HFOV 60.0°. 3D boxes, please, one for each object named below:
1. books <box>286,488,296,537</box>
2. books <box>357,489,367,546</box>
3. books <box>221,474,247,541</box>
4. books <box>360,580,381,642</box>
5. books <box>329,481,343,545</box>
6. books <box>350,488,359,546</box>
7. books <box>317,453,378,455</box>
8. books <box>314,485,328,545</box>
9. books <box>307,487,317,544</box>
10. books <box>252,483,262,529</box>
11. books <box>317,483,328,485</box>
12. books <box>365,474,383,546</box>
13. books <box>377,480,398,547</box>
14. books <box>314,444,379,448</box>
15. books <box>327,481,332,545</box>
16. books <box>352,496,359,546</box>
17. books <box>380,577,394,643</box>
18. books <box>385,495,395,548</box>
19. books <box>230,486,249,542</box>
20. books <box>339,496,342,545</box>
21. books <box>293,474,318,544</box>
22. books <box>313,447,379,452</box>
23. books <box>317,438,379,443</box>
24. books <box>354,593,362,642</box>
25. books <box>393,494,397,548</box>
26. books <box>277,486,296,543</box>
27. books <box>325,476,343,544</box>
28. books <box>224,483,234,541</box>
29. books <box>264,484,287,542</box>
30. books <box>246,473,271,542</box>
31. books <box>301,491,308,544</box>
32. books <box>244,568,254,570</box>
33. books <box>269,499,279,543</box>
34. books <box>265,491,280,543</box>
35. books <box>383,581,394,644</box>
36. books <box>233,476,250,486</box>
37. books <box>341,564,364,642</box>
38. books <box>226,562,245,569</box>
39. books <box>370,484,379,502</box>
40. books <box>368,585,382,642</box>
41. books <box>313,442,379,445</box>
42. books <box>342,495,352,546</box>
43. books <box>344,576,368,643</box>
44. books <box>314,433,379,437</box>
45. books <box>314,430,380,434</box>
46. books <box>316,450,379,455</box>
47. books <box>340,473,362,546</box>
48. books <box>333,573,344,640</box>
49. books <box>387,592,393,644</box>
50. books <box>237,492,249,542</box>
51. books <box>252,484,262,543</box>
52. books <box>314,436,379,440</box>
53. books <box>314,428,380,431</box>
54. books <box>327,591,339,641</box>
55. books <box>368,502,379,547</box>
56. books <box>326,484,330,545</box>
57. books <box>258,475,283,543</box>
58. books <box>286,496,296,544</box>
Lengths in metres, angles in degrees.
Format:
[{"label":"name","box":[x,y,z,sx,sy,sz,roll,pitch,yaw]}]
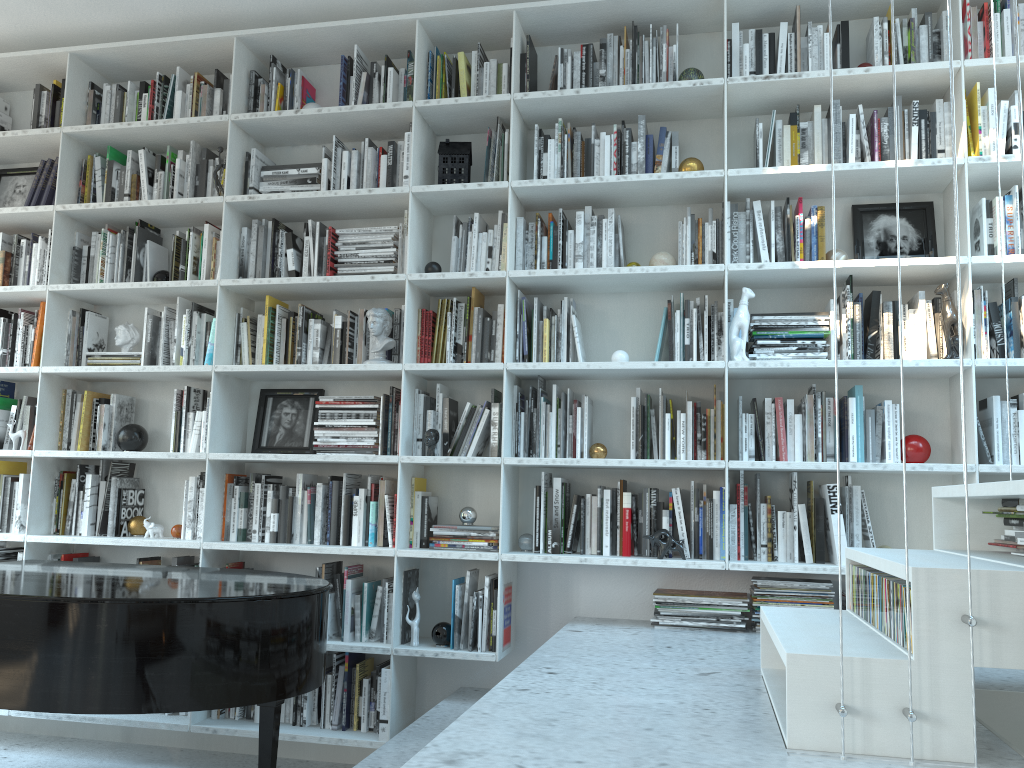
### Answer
[{"label":"books","box":[-0.922,0.561,3.788,0.013,0.230,0.139,0,-7,12]},{"label":"books","box":[-0.601,0.557,3.709,0.023,0.234,0.175,0,-7,12]},{"label":"books","box":[-1.210,0.536,3.863,0.012,0.284,0.159,0,-7,12]},{"label":"books","box":[-0.575,0.922,3.611,0.024,0.232,0.146,0,-7,12]},{"label":"books","box":[-0.718,0.543,3.736,0.028,0.264,0.161,0,-7,12]},{"label":"books","box":[-0.639,0.559,3.730,0.014,0.234,0.154,0,-7,12]},{"label":"books","box":[-0.680,0.306,3.767,0.254,0.012,0.161,0,-8,8]},{"label":"books","box":[-0.779,0.552,3.748,0.026,0.245,0.191,0,-7,12]},{"label":"books","box":[-0.829,0.558,3.770,0.031,0.236,0.159,0,-7,12]},{"label":"books","box":[-1.076,0.555,3.835,0.024,0.247,0.132,0,-7,12]},{"label":"books","box":[-0.798,0.551,3.780,0.025,0.254,0.136,0,-7,12]},{"label":"books","box":[-0.579,0.529,3.720,0.014,0.293,0.137,0,-7,12]},{"label":"books","box":[-0.515,0.539,3.700,0.026,0.271,0.175,0,-7,12]},{"label":"books","box":[-0.678,0.271,3.778,0.285,0.012,0.160,0,-8,11]},{"label":"books","box":[-0.735,0.545,3.747,0.010,0.261,0.181,0,-7,12]},{"label":"books","box":[-0.624,0.572,3.713,0.023,0.204,0.167,0,-7,12]},{"label":"books","box":[-0.498,0.914,3.603,0.022,0.248,0.130,0,-7,12]},{"label":"books","box":[-0.484,0.567,3.679,0.042,0.212,0.169,0,-7,12]},{"label":"books","box":[-1.156,0.559,3.828,0.027,0.234,0.168,0,-7,12]},{"label":"books","box":[-0.692,0.575,3.741,0.021,0.202,0.128,0,-7,12]},{"label":"books","box":[-0.880,0.531,3.783,0.026,0.291,0.152,0,-7,12]},{"label":"books","box":[-0.680,0.281,3.767,0.285,0.012,0.160,0,-8,7]},{"label":"books","box":[-0.679,0.246,3.772,0.254,0.012,0.161,0,-8,7]},{"label":"books","box":[-0.604,0.947,3.619,0.036,0.183,0.146,0,-7,12]},{"label":"books","box":[-0.458,0.565,3.674,0.011,0.216,0.166,0,-7,12]},{"label":"books","box":[-0.945,0.556,3.783,0.029,0.237,0.166,0,-7,12]},{"label":"books","box":[-0.754,0.535,3.770,0.014,0.286,0.135,0,-7,12]},{"label":"books","box":[-1.191,0.556,3.854,0.029,0.243,0.154,0,-7,12]},{"label":"books","box":[-1.016,0.556,3.819,0.021,0.244,0.141,0,-7,12]},{"label":"books","box":[-1.100,0.534,3.848,0.027,0.290,0.141,0,-7,12]},{"label":"books","box":[-0.854,0.567,3.782,0.025,0.220,0.140,0,-7,12]},{"label":"books","box":[-1.140,0.907,3.711,0.021,0.259,0.169,0,-7,12]},{"label":"books","box":[-0.976,0.582,3.779,0.029,0.183,0.175,0,-7,12]},{"label":"books","box":[-0.999,0.566,3.791,0.023,0.217,0.174,0,-7,12]},{"label":"books","box":[-0.484,0.918,3.592,0.010,0.238,0.167,0,-7,12]},{"label":"books","box":[-1.172,0.540,3.844,0.011,0.275,0.146,0,-7,12]},{"label":"books","box":[-0.651,0.890,3.621,0.015,0.293,0.169,0,-7,12]},{"label":"books","box":[-1.173,0.896,3.734,0.012,0.284,0.137,0,-7,12]},{"label":"books","box":[-0.565,0.549,3.722,0.014,0.255,0.145,0,-7,12]},{"label":"books","box":[-0.533,0.930,3.620,0.053,0.220,0.132,0,-7,12]},{"label":"books","box":[-0.680,0.257,3.770,0.285,0.012,0.159,-1,-8,17]},{"label":"books","box":[-0.661,0.571,3.722,0.024,0.207,0.183,0,-7,12]},{"label":"books","box":[-0.635,0.914,3.611,0.022,0.244,0.180,0,-7,12]},{"label":"books","box":[-0.677,0.224,3.784,0.285,0.012,0.159,0,-8,13]},{"label":"books","box":[-0.677,0.211,3.783,0.285,0.012,0.159,0,-8,14]},{"label":"books","box":[-0.679,0.294,3.773,0.254,0.012,0.161,0,-8,14]},{"label":"books","box":[-0.677,0.527,3.733,0.012,0.296,0.178,0,-7,12]},{"label":"books","box":[-0.685,0.910,3.653,0.066,0.260,0.133,0,-7,12]},{"label":"books","box":[-0.466,0.939,3.587,0.027,0.196,0.147,0,-7,12]},{"label":"books","box":[-1.129,0.573,3.832,0.024,0.208,0.170,0,-7,12]},{"label":"books","box":[-1.055,0.553,3.812,0.027,0.245,0.179,0,-7,12]},{"label":"books","box":[-0.677,0.236,3.784,0.285,0.012,0.159,0,-8,12]},{"label":"books","box":[-0.678,0.199,3.777,0.285,0.012,0.159,-1,-8,17]},{"label":"books","box":[-0.726,0.943,3.623,0.025,0.185,0.171,0,-7,12]},{"label":"books","box":[-0.553,0.582,3.691,0.023,0.183,0.169,0,-7,12]},{"label":"books","box":[-0.743,0.551,3.759,0.011,0.251,0.158,0,-7,12]},{"label":"books","box":[-1.036,0.535,3.807,0.013,0.282,0.166,0,-7,12]},{"label":"books","box":[-0.908,0.576,3.770,0.023,0.196,0.165,0,-7,12]}]
